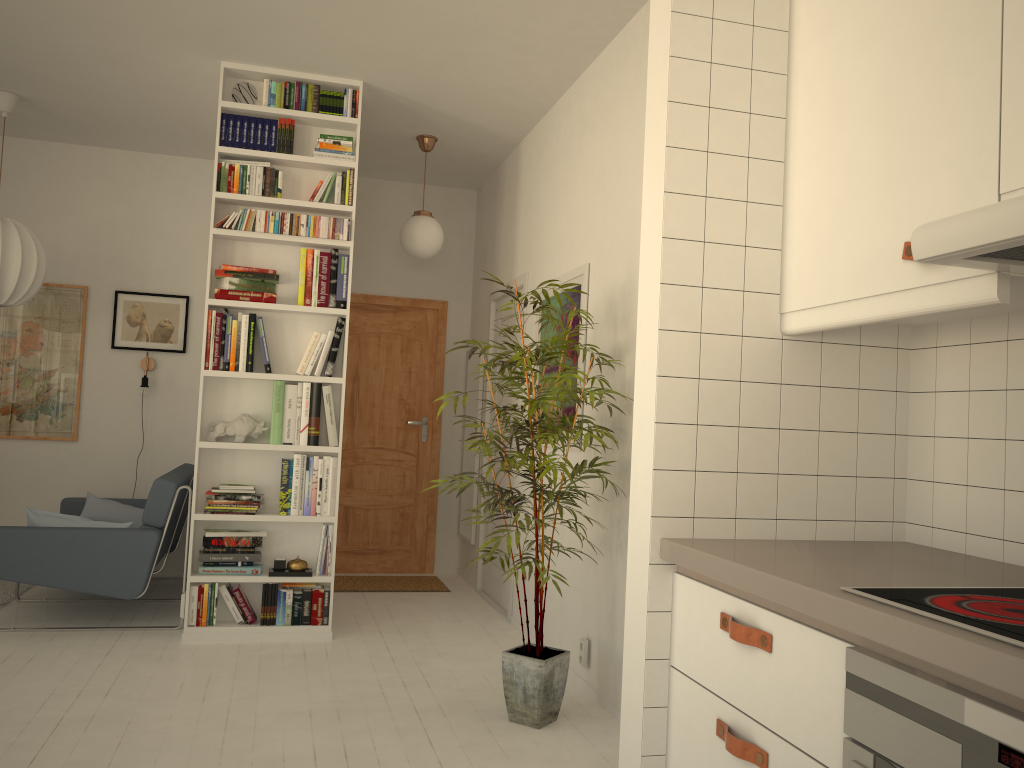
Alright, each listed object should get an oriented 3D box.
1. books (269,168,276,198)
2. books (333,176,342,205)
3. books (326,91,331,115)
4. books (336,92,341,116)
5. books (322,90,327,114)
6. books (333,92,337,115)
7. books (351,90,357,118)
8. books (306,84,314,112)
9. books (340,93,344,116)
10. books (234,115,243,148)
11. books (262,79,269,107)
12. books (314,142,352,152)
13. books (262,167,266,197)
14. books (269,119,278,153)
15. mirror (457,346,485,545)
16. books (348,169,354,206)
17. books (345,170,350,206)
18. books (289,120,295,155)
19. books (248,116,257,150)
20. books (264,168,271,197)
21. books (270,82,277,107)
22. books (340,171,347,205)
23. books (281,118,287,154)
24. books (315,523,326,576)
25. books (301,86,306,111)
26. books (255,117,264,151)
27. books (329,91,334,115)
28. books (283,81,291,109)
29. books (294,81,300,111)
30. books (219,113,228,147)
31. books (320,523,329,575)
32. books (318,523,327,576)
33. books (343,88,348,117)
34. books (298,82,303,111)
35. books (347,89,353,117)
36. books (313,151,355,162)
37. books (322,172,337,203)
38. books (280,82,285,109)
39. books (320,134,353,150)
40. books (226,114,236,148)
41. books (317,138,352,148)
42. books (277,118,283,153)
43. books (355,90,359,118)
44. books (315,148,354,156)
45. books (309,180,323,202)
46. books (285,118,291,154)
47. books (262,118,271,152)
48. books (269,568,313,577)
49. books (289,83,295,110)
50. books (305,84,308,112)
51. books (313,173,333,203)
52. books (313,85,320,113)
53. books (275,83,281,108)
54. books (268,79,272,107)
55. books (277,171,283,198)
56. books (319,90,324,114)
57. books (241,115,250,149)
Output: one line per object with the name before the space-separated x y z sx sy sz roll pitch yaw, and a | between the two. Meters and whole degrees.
books | -1.244 -1.022 4.606 0.023 0.153 0.176 4 -3 -15
books | -0.930 -1.004 4.712 0.030 0.154 0.199 3 -3 -15
books | -0.976 -1.462 4.689 0.017 0.130 0.150 4 -3 -15
books | -0.925 -1.459 4.703 0.017 0.130 0.150 4 -3 -15
books | -0.993 -1.463 4.685 0.017 0.130 0.150 4 -3 -15
books | -0.942 -1.460 4.698 0.017 0.130 0.150 4 -3 -15
books | -0.856 -1.463 4.756 0.021 0.151 0.228 4 -3 -15
books | -1.076 -1.478 4.709 0.032 0.154 0.212 3 -3 -15
books | -0.908 -1.458 4.707 0.017 0.130 0.150 4 -3 -15
books | -1.418 -1.278 4.601 0.034 0.179 0.188 3 -3 -15
books | -1.283 -1.489 4.626 0.026 0.149 0.155 4 -3 -15
books | -0.960 -1.232 4.717 0.173 0.030 0.199 4 -3 -25
books | -1.288 -1.027 4.609 0.013 0.159 0.176 4 -3 -15
books | -1.248 -1.268 4.645 0.034 0.179 0.188 3 -3 -15
mirror | -0.297 0.425 6.360 0.029 1.371 0.500 4 -3 -15
books | -0.866 -1.023 4.731 0.022 0.199 0.212 4 -3 -15
books | -0.885 -1.019 4.728 0.014 0.188 0.218 4 -3 -15
books | -1.163 -1.268 4.679 0.020 0.191 0.205 4 -3 -15
books | -1.350 -1.274 4.619 0.034 0.179 0.188 3 -3 -15
books | -1.275 -1.023 4.632 0.024 0.155 0.206 4 -3 -15
books | -1.245 -1.481 4.627 0.023 0.137 0.161 4 -3 -15
books | -0.906 -1.019 4.736 0.022 0.187 0.186 4 -3 -15
books | -1.201 -1.271 4.666 0.020 0.191 0.205 4 -3 -15
books | -1.003 0.855 4.634 0.034 0.257 0.209 4 -3 -15
books | -1.104 -1.472 4.683 0.019 0.137 0.201 4 -3 -15
books | -1.316 -1.272 4.628 0.034 0.179 0.188 3 -3 -15
books | -0.959 -1.461 4.694 0.017 0.130 0.150 4 -3 -15
books | -1.181 -1.481 4.654 0.028 0.147 0.192 3 -3 -15
books | -1.139 -1.483 4.690 0.024 0.156 0.227 4 -3 -15
books | -1.485 -1.282 4.584 0.034 0.179 0.188 3 -3 -15
books | -0.976 0.856 4.607 0.033 0.258 0.130 4 -3 -15
books | -0.995 0.856 4.638 0.030 0.256 0.198 4 -3 -15
books | -0.888 -1.467 4.712 0.019 0.157 0.150 4 -3 -15
books | -1.121 -1.482 4.690 0.012 0.158 0.220 4 -3 -15
books | -0.877 -1.466 4.754 0.020 0.156 0.229 4 -3 -15
books | -0.953 -1.179 4.720 0.214 0.038 0.222 3 -3 -15
books | -0.973 -1.015 4.705 0.065 0.168 0.228 3 -3 -15
books | -1.208 -1.480 4.666 0.018 0.141 0.206 4 -3 -15
books | -0.932 -1.279 4.721 0.169 0.032 0.188 3 -2 -10
books | -1.451 -1.280 4.593 0.034 0.179 0.188 3 -3 -15
books | -0.937 -1.256 4.701 0.179 0.016 0.208 3 -2 -10
books | -1.222 -1.272 4.664 0.020 0.191 0.205 4 -3 -15
books | -0.845 -1.463 4.781 0.014 0.154 0.259 4 -3 -15
books | -0.950 -1.207 4.720 0.200 0.018 0.208 3 -2 -15
books | -1.045 -0.998 4.712 0.073 0.129 0.200 3 -3 -15
books | -1.180 -1.270 4.663 0.020 0.191 0.205 4 -3 -15
books | -1.282 -1.270 4.637 0.034 0.179 0.188 3 -3 -15
books | -1.131 0.962 4.530 0.214 0.023 0.130 3 -3 -15
books | -1.161 -1.481 4.676 0.024 0.148 0.188 4 -3 -15
books | -1.092 -1.478 4.693 0.009 0.151 0.208 4 -3 -15
books | -1.009 -1.014 4.710 0.092 0.165 0.222 3 -3 -15
books | -1.041 -1.476 4.702 0.032 0.152 0.200 3 -3 -15
books | -1.232 -1.476 4.674 0.025 0.131 0.253 3 -3 -15
books | -1.268 -1.486 4.647 0.013 0.146 0.208 4 -3 -15
books | -1.212 -1.014 4.634 0.020 0.145 0.189 4 -3 -15
books | -1.010 -1.464 4.681 0.017 0.130 0.150 4 -3 -15
books | -1.384 -1.276 4.610 0.034 0.179 0.188 3 -3 -15
